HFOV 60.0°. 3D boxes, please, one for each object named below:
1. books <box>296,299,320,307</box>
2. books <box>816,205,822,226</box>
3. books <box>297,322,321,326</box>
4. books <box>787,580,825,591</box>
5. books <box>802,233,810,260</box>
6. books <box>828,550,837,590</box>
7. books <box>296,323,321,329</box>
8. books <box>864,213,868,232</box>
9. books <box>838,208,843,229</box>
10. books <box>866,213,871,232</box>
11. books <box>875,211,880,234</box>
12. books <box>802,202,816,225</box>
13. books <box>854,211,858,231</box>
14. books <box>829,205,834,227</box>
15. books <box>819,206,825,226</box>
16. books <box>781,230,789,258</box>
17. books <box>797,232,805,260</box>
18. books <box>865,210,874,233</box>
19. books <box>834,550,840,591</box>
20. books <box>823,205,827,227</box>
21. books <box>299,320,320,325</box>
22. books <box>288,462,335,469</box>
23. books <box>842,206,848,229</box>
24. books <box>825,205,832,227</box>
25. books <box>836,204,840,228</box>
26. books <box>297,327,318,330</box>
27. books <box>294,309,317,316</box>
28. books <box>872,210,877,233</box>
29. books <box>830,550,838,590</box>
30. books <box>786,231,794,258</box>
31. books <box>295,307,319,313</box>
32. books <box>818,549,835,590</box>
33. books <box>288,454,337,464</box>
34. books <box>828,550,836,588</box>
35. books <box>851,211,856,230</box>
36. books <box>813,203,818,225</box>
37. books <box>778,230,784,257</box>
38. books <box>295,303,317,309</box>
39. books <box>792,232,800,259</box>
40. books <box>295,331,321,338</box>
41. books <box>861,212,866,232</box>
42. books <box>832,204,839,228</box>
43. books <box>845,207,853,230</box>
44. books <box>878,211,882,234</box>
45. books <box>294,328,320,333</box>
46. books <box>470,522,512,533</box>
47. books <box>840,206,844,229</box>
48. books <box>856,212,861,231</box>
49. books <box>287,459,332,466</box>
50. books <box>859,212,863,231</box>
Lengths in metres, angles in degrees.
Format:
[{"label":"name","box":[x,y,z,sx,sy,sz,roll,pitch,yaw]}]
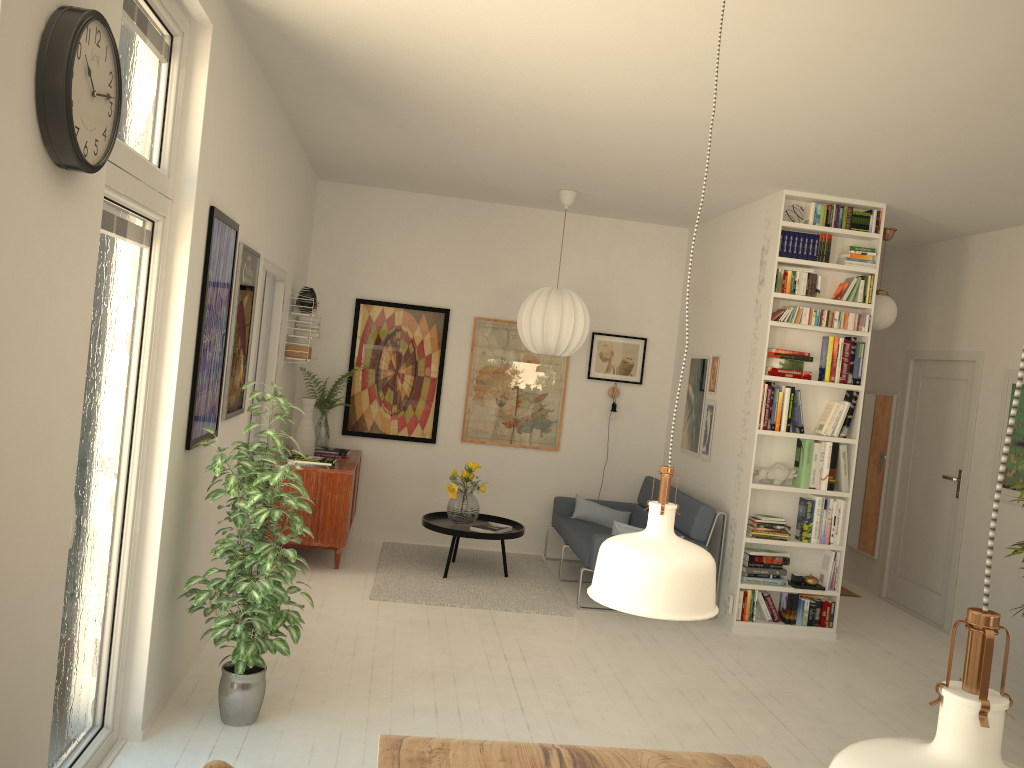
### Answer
[{"label":"books","box":[-1.507,-0.600,6.547,0.178,0.036,0.145,6,2,-14]},{"label":"books","box":[1.993,-1.103,5.866,0.023,0.136,0.161,6,1,-7]},{"label":"books","box":[-1.570,-0.463,6.863,0.153,0.013,0.197,6,2,-5]},{"label":"books","box":[1.957,1.342,5.911,0.214,0.023,0.130,6,2,-7]},{"label":"books","box":[1.911,-0.900,5.890,0.034,0.178,0.188,6,1,-7]},{"label":"books","box":[2.126,1.242,5.960,0.033,0.258,0.130,6,1,-7]},{"label":"books","box":[-1.574,-0.446,6.856,0.173,0.023,0.190,6,2,-8]},{"label":"books","box":[2.318,-1.065,5.900,0.017,0.130,0.150,6,1,-7]},{"label":"books","box":[2.139,-1.089,5.903,0.019,0.137,0.201,6,2,-7]},{"label":"books","box":[2.335,-1.063,5.902,0.017,0.130,0.150,6,1,-7]},{"label":"books","box":[2.394,-1.068,5.943,0.021,0.151,0.228,6,2,-7]},{"label":"books","box":[1.955,-1.114,5.870,0.026,0.149,0.155,6,1,-7]},{"label":"books","box":[2.249,-1.072,5.891,0.017,0.130,0.150,6,1,-7]},{"label":"books","box":[2.082,-1.100,5.904,0.024,0.148,0.188,6,1,-7]},{"label":"books","box":[2.011,-1.100,5.911,0.025,0.131,0.253,6,2,-7]},{"label":"books","box":[1.772,-0.915,5.872,0.034,0.178,0.188,6,1,-7]},{"label":"books","box":[1.876,-0.904,5.885,0.034,0.178,0.188,6,1,-7]},{"label":"books","box":[2.356,-1.071,5.904,0.019,0.157,0.150,6,1,-7]},{"label":"books","box":[2.150,1.243,5.978,0.007,0.257,0.181,6,1,-7]},{"label":"books","box":[2.034,-1.102,5.900,0.018,0.141,0.207,6,2,-7]},{"label":"books","box":[-1.562,-0.476,6.861,0.147,0.016,0.195,6,2,-10]},{"label":"books","box":[-1.400,0.555,6.209,0.320,0.020,0.237,6,2,-11]},{"label":"books","box":[2.171,-1.094,5.925,0.032,0.154,0.212,6,2,-7]},{"label":"books","box":[2.059,-1.101,5.884,0.028,0.147,0.192,6,1,-7]},{"label":"books","box":[2.124,-1.100,5.911,0.012,0.157,0.220,6,2,-7]},{"label":"books","box":[-1.580,-0.430,6.871,0.147,0.012,0.195,6,2,-10]},{"label":"books","box":[-1.527,-0.527,6.557,0.159,0.028,0.147,6,2,-10]},{"label":"books","box":[2.373,-1.072,5.944,0.020,0.156,0.229,6,2,-7]},{"label":"books","box":[2.142,1.242,5.989,0.008,0.256,0.184,6,1,-7]},{"label":"books","box":[1.807,-0.911,5.877,0.034,0.178,0.188,6,1,-7]},{"label":"books","box":[-1.516,-0.550,6.559,0.158,0.019,0.131,6,2,-5]},{"label":"books","box":[2.104,1.238,5.990,0.034,0.257,0.209,6,1,-7]},{"label":"books","box":[-1.394,0.524,6.208,0.311,0.015,0.192,6,2,-4]},{"label":"books","box":[2.113,1.240,5.994,0.030,0.256,0.198,6,1,-7]},{"label":"books","box":[2.231,-1.074,5.889,0.017,0.130,0.150,6,1,-7]},{"label":"books","box":[1.972,-1.111,5.889,0.013,0.146,0.208,6,2,-7]},{"label":"books","box":[1.738,-0.918,5.868,0.034,0.178,0.188,6,1,-7]},{"label":"books","box":[-1.523,-0.572,6.551,0.155,0.024,0.136,6,2,-14]},{"label":"books","box":[1.841,-0.907,5.881,0.034,0.178,0.188,6,1,-7]},{"label":"books","box":[-1.578,-0.384,6.864,0.179,0.037,0.190,6,2,-8]},{"label":"books","box":[2.301,-1.067,5.898,0.017,0.130,0.150,6,1,-7]},{"label":"books","box":[2.105,-1.102,5.914,0.024,0.156,0.228,6,2,-7]},{"label":"books","box":[2.204,-1.089,5.913,0.032,0.152,0.200,6,1,-7]},{"label":"books","box":[2.408,-1.069,5.967,0.014,0.154,0.260,6,2,-7]},{"label":"books","box":[-1.580,-0.413,6.855,0.168,0.021,0.197,6,2,-5]},{"label":"books","box":[-0.151,1.054,6.477,0.200,0.031,0.289,7,2,27]},{"label":"books","box":[2.152,-1.095,5.911,0.009,0.151,0.208,6,2,-7]},{"label":"books","box":[2.266,-1.070,5.893,0.017,0.130,0.150,6,1,-7]},{"label":"books","box":[-1.407,0.538,6.207,0.296,0.015,0.240,6,2,-8]},{"label":"books","box":[2.283,-1.069,5.895,0.017,0.130,0.150,6,1,-7]}]
